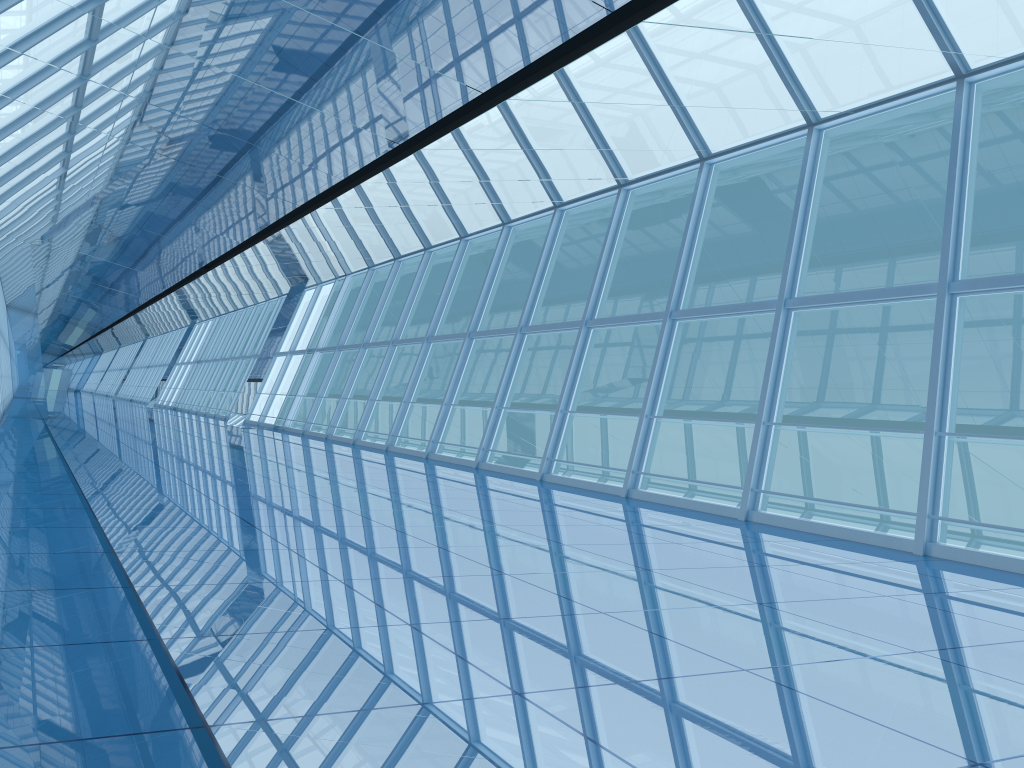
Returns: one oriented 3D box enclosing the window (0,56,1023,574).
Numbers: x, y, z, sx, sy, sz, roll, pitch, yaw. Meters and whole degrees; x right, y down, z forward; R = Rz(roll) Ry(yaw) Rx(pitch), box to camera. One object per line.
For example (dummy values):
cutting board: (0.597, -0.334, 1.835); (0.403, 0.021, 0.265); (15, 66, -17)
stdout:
window: (-23.258, -1.472, 47.004); (9.714, 4.969, 107.321); (7, -3, -30)
